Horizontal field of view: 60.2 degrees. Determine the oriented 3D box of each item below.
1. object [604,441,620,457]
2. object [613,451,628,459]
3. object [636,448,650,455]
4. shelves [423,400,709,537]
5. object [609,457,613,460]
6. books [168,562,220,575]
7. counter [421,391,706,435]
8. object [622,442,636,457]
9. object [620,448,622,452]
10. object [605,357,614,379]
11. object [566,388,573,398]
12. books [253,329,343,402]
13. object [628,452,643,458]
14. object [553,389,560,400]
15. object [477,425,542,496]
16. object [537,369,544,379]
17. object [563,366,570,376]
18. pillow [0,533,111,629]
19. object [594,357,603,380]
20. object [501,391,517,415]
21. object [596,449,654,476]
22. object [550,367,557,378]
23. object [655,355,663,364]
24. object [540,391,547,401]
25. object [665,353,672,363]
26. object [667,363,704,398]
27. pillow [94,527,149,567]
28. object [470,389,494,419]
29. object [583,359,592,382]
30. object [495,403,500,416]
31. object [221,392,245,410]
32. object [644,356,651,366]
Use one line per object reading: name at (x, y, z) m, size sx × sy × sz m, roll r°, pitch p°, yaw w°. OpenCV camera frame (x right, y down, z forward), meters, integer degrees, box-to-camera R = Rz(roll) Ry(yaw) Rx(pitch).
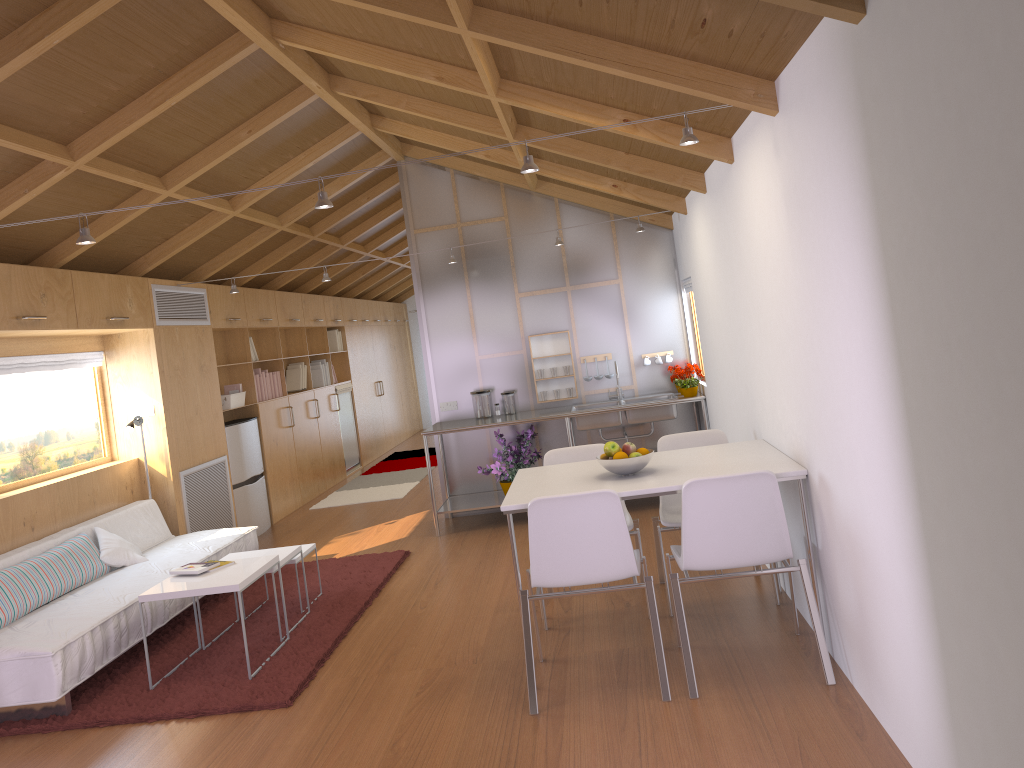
object at (0.432, 0.283, 3.830) m, size 0.070 × 0.069 × 0.077 m, roll -8°, pitch 1°, yaw 6°
object at (0.466, 0.323, 3.787) m, size 0.068 × 0.068 × 0.067 m, roll -8°, pitch 1°, yaw -19°
object at (0.570, 0.312, 3.857) m, size 0.068 × 0.066 × 0.067 m, roll -9°, pitch 1°, yaw -41°
shelves at (0.444, 0.602, 6.793) m, size 2.090 × 0.754 × 0.633 m, roll -8°, pitch 1°, yaw 5°
object at (0.461, 0.340, 3.857) m, size 0.081 × 0.089 × 0.077 m, roll -8°, pitch 1°, yaw -35°
books at (-1.587, 0.921, 4.419) m, size 0.192 × 0.016 × 0.153 m, roll -6°, pitch 4°, yaw 25°
counter at (0.390, 0.211, 6.801) m, size 2.107 × 0.021 × 0.651 m, roll -8°, pitch 3°, yaw 5°
object at (0.508, 0.286, 3.846) m, size 0.063 × 0.067 × 0.062 m, roll -7°, pitch 1°, yaw 43°
object at (0.459, 0.309, 3.924) m, size 0.068 × 0.068 × 0.067 m, roll -8°, pitch 1°, yaw -19°
object at (0.767, -0.133, 7.044) m, size 0.074 × 0.183 × 0.075 m, roll -8°, pitch -1°, yaw 37°
object at (0.463, 0.071, 7.070) m, size 0.061 × 0.077 × 0.061 m, roll -8°, pitch 1°, yaw -21°
books at (-2.322, -0.253, 9.619) m, size 0.188 × 0.658 × 3.114 m, roll -8°, pitch 3°, yaw 6°
object at (0.534, 0.327, 3.797) m, size 0.070 × 0.069 × 0.077 m, roll -8°, pitch 1°, yaw 6°
object at (0.360, 0.084, 7.079) m, size 0.061 × 0.077 × 0.061 m, roll -8°, pitch 1°, yaw -21°
object at (-0.009, 0.596, 6.719) m, size 0.525 × 0.553 × 0.351 m, roll -8°, pitch 0°, yaw -4°
object at (0.234, -0.078, 7.092) m, size 0.061 × 0.077 × 0.061 m, roll -8°, pitch 1°, yaw 17°
object at (0.438, -0.105, 7.074) m, size 0.061 × 0.077 × 0.061 m, roll -8°, pitch 1°, yaw -21°
pillow at (-2.482, 1.025, 4.691) m, size 0.171 × 0.251 × 1.043 m, roll -8°, pitch 3°, yaw 5°
object at (0.682, -0.121, 7.051) m, size 0.074 × 0.183 × 0.075 m, roll -8°, pitch -1°, yaw 37°
object at (-0.023, 0.153, 7.060) m, size 0.112 × 0.177 × 0.113 m, roll -8°, pitch 0°, yaw 26°
object at (0.498, 0.350, 3.849) m, size 0.256 × 0.090 × 0.253 m, roll -10°, pitch 4°, yaw -42°
object at (0.336, -0.092, 7.083) m, size 0.061 × 0.077 × 0.061 m, roll -8°, pitch 1°, yaw -21°
object at (1.166, -0.194, 7.025) m, size 0.059 × 0.081 × 0.062 m, roll -8°, pitch 0°, yaw 12°
object at (0.258, 0.098, 7.088) m, size 0.061 × 0.077 × 0.061 m, roll -8°, pitch 1°, yaw 17°
object at (1.243, -0.206, 7.024) m, size 0.059 × 0.080 × 0.062 m, roll -8°, pitch 0°, yaw 5°
object at (1.314, -0.033, 6.705) m, size 0.233 × 0.235 × 0.689 m, roll -8°, pitch 3°, yaw 6°
pillow at (-2.351, 0.970, 5.306) m, size 0.268 × 0.252 × 0.344 m, roll -9°, pitch 2°, yaw -31°
object at (-0.235, 0.161, 7.059) m, size 0.171 × 0.216 × 0.172 m, roll -8°, pitch 1°, yaw 19°
object at (0.598, -0.110, 7.059) m, size 0.074 × 0.183 × 0.075 m, roll -8°, pitch -1°, yaw 37°
object at (-0.114, 0.201, 6.971) m, size 0.037 × 0.092 × 0.037 m, roll -8°, pitch -1°, yaw 20°
object at (-2.453, 0.151, 7.643) m, size 0.203 × 0.122 × 0.350 m, roll -8°, pitch 3°, yaw 5°
object at (1.073, -0.184, 7.039) m, size 0.059 × 0.080 × 0.062 m, roll -8°, pitch 0°, yaw 5°
